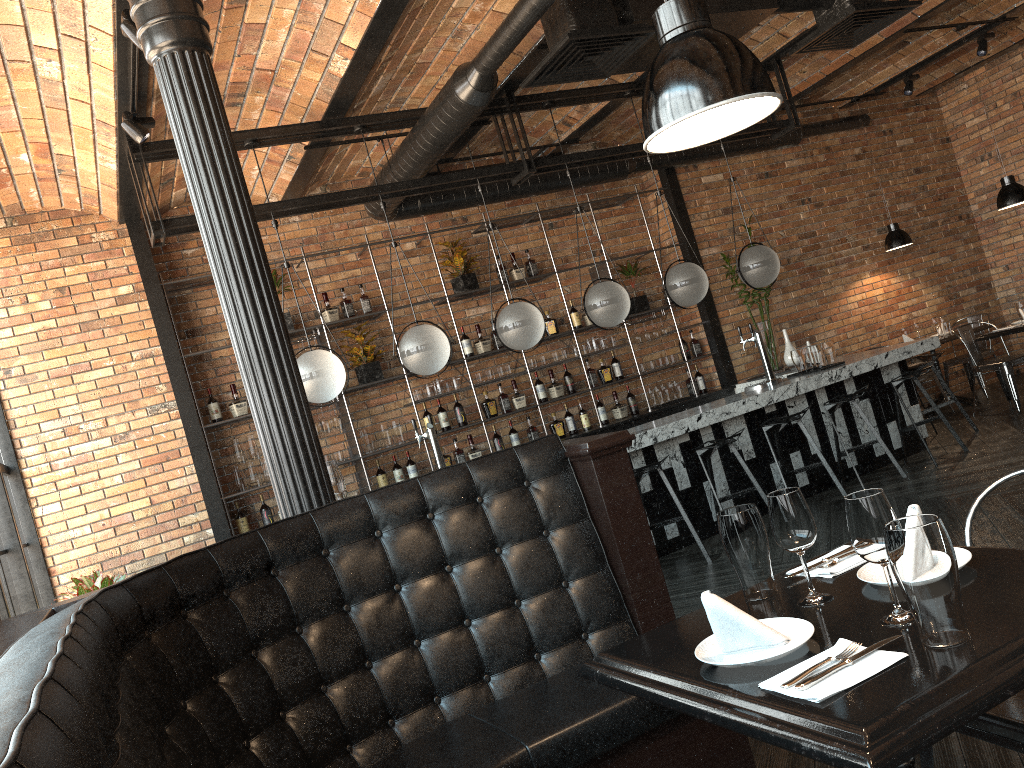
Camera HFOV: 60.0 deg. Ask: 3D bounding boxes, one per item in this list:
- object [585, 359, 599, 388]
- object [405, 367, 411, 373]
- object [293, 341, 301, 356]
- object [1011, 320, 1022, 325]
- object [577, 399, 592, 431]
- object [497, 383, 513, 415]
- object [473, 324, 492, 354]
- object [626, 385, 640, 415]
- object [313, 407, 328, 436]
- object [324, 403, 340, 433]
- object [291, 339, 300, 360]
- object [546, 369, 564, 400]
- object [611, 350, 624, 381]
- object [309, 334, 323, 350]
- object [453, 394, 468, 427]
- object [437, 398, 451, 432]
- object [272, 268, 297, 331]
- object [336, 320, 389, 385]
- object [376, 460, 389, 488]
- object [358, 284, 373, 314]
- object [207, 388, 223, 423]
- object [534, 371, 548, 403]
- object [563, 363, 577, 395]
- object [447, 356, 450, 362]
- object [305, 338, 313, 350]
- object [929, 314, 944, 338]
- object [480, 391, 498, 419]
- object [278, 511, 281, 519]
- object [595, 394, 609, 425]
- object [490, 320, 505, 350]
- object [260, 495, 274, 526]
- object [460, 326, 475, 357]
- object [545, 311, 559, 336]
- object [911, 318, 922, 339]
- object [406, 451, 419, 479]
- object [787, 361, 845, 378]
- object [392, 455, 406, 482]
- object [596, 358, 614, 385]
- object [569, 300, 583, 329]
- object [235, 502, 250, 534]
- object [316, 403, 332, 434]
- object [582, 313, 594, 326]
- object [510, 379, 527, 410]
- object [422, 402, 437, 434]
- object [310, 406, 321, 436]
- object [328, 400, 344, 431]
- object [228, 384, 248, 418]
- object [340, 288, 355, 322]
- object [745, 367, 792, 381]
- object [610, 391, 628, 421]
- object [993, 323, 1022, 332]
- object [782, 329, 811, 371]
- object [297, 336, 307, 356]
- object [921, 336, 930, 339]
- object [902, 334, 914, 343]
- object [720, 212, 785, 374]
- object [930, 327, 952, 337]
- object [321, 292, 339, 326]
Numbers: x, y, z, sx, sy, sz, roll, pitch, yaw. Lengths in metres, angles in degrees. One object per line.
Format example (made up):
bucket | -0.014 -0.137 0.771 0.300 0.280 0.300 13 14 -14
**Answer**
object | 0.746 -0.101 8.448 0.083 0.282 0.083 -15 -1 -40
object | -0.904 -0.231 7.745 0.083 0.282 0.083 -15 -1 -40
object | -1.769 -0.241 7.449 0.092 0.244 0.092 -16 -1 -19
object | 4.587 -0.617 7.945 0.232 0.139 0.232 -15 -1 -31
object | 0.672 0.290 8.357 0.080 0.299 0.080 -16 -1 -22
object | -0.080 0.130 8.052 0.083 0.282 0.083 -16 -1 -25
object | -0.279 -0.404 8.029 0.123 0.279 0.123 -15 -1 -36
object | 1.155 0.153 8.593 0.086 0.299 0.086 -17 -1 24
object | -1.610 0.309 7.438 0.092 0.244 0.092 -16 -1 -19
object | -1.519 0.283 7.482 0.092 0.244 0.092 -16 -1 -19
object | -1.790 -0.239 7.258 0.092 0.244 0.092 -16 -1 -19
object | 0.392 0.000 8.263 0.123 0.279 0.123 -15 -1 -36
object | 1.008 -0.181 8.589 0.086 0.298 0.086 -17 -1 24
object | -1.613 -0.289 7.343 0.092 0.244 0.092 -16 -1 -19
object | -0.471 0.232 7.870 0.086 0.297 0.086 -17 -1 24
object | -0.615 0.272 7.832 0.086 0.298 0.086 -17 -1 24
object | -1.963 -0.670 7.375 0.377 0.554 0.422 -15 -1 -37
object | -1.261 -0.257 7.562 0.430 0.526 0.425 -16 -1 -13
object | -1.105 0.787 7.514 0.086 0.299 0.086 -17 -1 24
object | -1.273 -0.723 7.656 0.083 0.282 0.083 -16 -1 -10
object | -2.382 0.174 7.074 0.086 0.298 0.086 -17 -1 24
object | 0.257 0.028 8.223 0.086 0.298 0.086 -17 -1 24
object | 0.531 -0.050 8.350 0.086 0.299 0.086 -17 -1 24
object | -0.621 -0.318 7.897 0.086 0.298 0.086 -17 -1 24
object | -1.678 -0.267 7.493 0.092 0.244 0.092 -16 -1 -19
object | 4.407 -0.600 9.210 0.092 0.244 0.092 -16 -1 -19
object | -0.210 0.185 7.987 0.151 0.248 0.094 -15 -1 -36
object | -1.826 0.999 7.146 0.123 0.279 0.123 -16 -1 -11
object | 0.847 0.240 8.450 0.086 0.298 0.086 -17 -1 24
object | -0.145 -0.444 8.109 0.083 0.282 0.083 -16 -1 -25
object | -1.962 1.026 7.070 0.086 0.297 0.086 -16 -1 9
object | -0.414 -0.377 7.989 0.086 0.298 0.086 -17 -1 24
object | 0.360 -0.567 8.346 0.151 0.248 0.094 -16 -1 4
object | 4.333 -0.574 9.461 0.092 0.244 0.092 -16 -1 -19
object | -0.864 0.719 7.631 0.086 0.298 0.086 -17 -1 24
object | 2.512 -0.119 7.341 0.273 0.019 0.437 -16 -1 -25
object | -0.977 0.751 7.603 0.086 0.298 0.086 -17 -1 24
object | 0.885 -0.121 8.511 0.151 0.248 0.094 -16 -1 -16
object | 0.598 -0.660 8.472 0.086 0.299 0.086 -17 -1 24
object | -2.141 1.078 7.018 0.086 0.299 0.086 -17 -1 24
object | -1.544 0.287 7.289 0.092 0.244 0.092 -16 -1 -19
object | 0.737 -0.689 8.515 0.123 0.279 0.123 -16 -1 -16
object | 0.047 0.097 8.098 0.123 0.279 0.123 -16 -1 -11
object | -0.732 0.306 7.748 0.086 0.299 0.086 -17 -1 24
object | -1.631 0.311 7.247 0.092 0.244 0.092 -16 -1 -19
object | -1.454 0.261 7.332 0.092 0.244 0.092 -16 -1 -19
object | -2.204 0.135 7.108 0.123 0.279 0.123 -15 -1 -36
object | -1.418 -0.683 7.587 0.083 0.282 0.083 -15 -1 -40
object | 2.596 -0.114 8.680 0.622 0.014 0.622 -17 -1 38
object | 1.017 0.203 8.506 0.123 0.279 0.123 -15 -1 -36
object | 4.408 -0.510 7.849 0.157 0.019 0.255 -16 -1 -24
object | 2.694 -0.347 8.325 0.316 0.397 0.319 -17 -1 24
object | -1.704 -0.263 7.300 0.092 0.244 0.092 -16 -1 -19
object | 4.483 -0.494 9.687 0.255 0.019 0.157 -16 -1 -24
object | 4.169 -0.469 9.269 0.232 0.139 0.232 -15 -1 -31
object | 2.404 -0.858 8.675 0.584 1.546 0.673 -16 -1 14
object | 4.560 -0.579 9.450 0.232 0.139 0.232 -16 -1 8
object | -1.556 -0.641 7.522 0.123 0.279 0.123 -15 -1 -36
